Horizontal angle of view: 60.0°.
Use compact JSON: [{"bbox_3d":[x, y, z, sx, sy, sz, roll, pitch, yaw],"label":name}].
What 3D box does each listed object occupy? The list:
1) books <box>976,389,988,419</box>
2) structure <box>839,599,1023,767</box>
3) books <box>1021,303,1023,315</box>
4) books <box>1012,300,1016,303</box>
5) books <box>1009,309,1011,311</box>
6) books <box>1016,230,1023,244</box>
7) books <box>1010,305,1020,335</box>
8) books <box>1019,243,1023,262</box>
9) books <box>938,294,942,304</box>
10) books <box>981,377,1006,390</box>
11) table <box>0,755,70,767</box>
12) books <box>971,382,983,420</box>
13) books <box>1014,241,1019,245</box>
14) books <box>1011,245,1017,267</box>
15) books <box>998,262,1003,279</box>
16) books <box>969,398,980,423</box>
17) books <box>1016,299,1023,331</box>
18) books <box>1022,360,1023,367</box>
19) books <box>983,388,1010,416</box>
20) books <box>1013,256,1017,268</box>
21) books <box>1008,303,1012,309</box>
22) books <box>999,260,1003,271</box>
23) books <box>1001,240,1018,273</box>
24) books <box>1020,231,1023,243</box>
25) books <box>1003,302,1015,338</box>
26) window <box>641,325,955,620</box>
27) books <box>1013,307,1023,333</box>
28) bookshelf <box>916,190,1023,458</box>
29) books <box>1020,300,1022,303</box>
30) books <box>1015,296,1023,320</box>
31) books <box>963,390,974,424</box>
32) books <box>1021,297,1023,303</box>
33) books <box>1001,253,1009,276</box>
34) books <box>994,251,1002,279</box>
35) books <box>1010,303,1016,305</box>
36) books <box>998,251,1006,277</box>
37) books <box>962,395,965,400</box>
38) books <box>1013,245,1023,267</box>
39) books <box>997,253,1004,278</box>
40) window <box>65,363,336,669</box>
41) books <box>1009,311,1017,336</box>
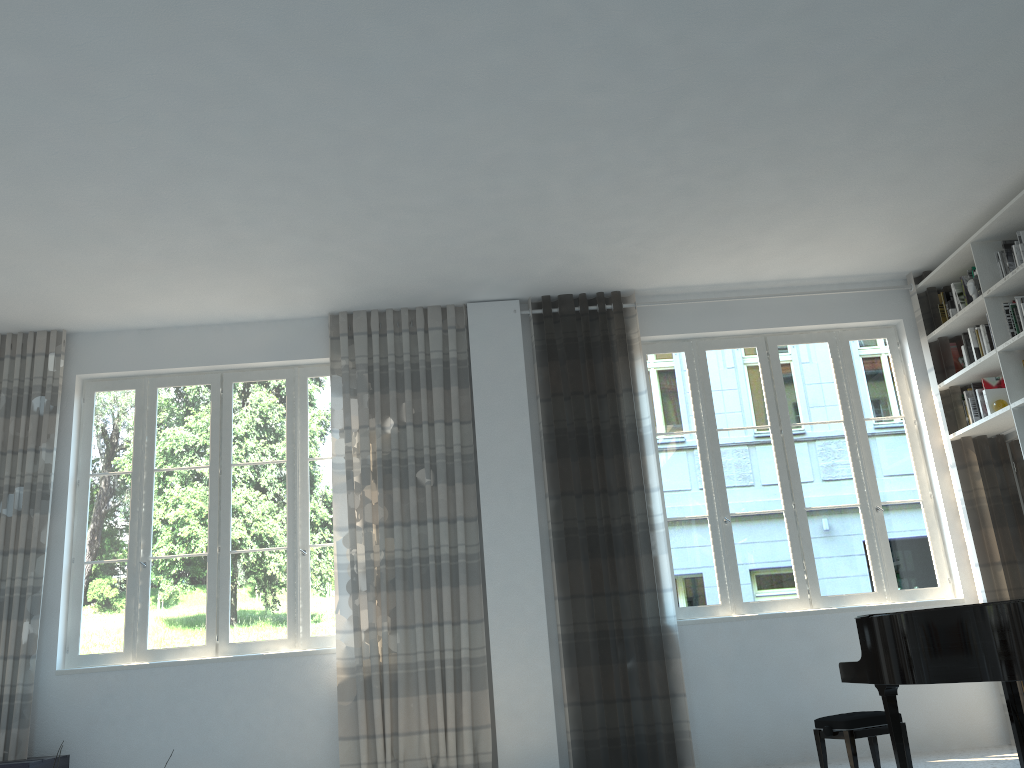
[{"bbox_3d":[3.215,0.143,5.913,0.188,0.236,0.022,-4,-17,-2],"label":"books"},{"bbox_3d":[2.296,1.227,3.415,1.334,0.830,1.925,-4,-17,-2],"label":"structure"},{"bbox_3d":[3.207,-0.396,5.382,0.185,0.213,0.012,-4,-17,-2],"label":"books"},{"bbox_3d":[3.221,-0.392,5.525,0.144,0.288,0.006,-4,-17,-2],"label":"books"},{"bbox_3d":[3.208,-0.364,5.509,0.184,0.228,0.009,-4,-17,-2],"label":"books"},{"bbox_3d":[3.201,-0.807,5.443,0.145,0.300,0.007,-4,-17,-2],"label":"books"},{"bbox_3d":[3.199,-0.381,5.483,0.189,0.245,0.004,-4,-17,-2],"label":"books"},{"bbox_3d":[3.200,-0.767,5.405,0.170,0.201,0.014,-4,-17,-2],"label":"books"},{"bbox_3d":[3.174,-0.509,6.391,0.180,0.306,0.012,-4,-17,-2],"label":"books"},{"bbox_3d":[3.234,0.098,5.879,0.179,0.297,0.013,-4,-17,-2],"label":"books"},{"bbox_3d":[-3.196,2.464,5.230,0.926,0.414,0.525,-4,-17,-2],"label":"table"},{"bbox_3d":[3.216,0.129,5.971,0.187,0.296,0.013,-4,-17,-2],"label":"books"},{"bbox_3d":[3.198,-0.770,5.478,0.129,0.252,0.013,-4,-17,-2],"label":"books"},{"bbox_3d":[3.190,-0.758,5.461,0.181,0.219,0.013,-4,-17,-2],"label":"books"},{"bbox_3d":[3.193,-0.690,5.652,0.142,0.203,0.017,-4,-17,-2],"label":"books"},{"bbox_3d":[3.231,0.195,6.054,0.181,0.219,0.010,-4,-17,-2],"label":"books"},{"bbox_3d":[3.204,-0.405,5.427,0.183,0.257,0.023,-4,-17,-2],"label":"books"},{"bbox_3d":[3.239,-0.028,5.422,0.180,0.262,0.012,-4,-17,-2],"label":"books"},{"bbox_3d":[3.224,0.134,5.845,0.187,0.210,0.029,-4,-17,-2],"label":"books"},{"bbox_3d":[3.195,-0.731,5.486,0.161,0.182,0.026,-4,-17,-2],"label":"books"},{"bbox_3d":[3.215,-0.380,5.554,0.148,0.286,0.007,-4,-17,-2],"label":"books"},{"bbox_3d":[3.199,-0.702,5.623,0.158,0.209,0.033,-4,-17,-2],"label":"books"},{"bbox_3d":[3.173,-0.770,5.519,0.190,0.278,0.015,-4,-17,-2],"label":"books"},{"bbox_3d":[3.213,-0.807,5.432,0.130,0.292,0.015,-4,-17,-2],"label":"books"},{"bbox_3d":[3.204,-0.379,5.569,0.184,0.291,0.005,-4,-17,-2],"label":"books"},{"bbox_3d":[1.943,0.577,6.243,1.983,2.002,0.074,-4,-17,-2],"label":"window"},{"bbox_3d":[3.206,-0.375,5.457,0.186,0.218,0.018,-4,-17,-2],"label":"books"},{"bbox_3d":[3.272,-0.147,3.089,0.330,3.131,6.319,-4,-17,-2],"label":"bookshelf"},{"bbox_3d":[3.214,-0.407,5.410,0.168,0.249,0.011,-4,-17,-2],"label":"books"},{"bbox_3d":[3.213,-0.412,5.444,0.190,0.280,0.005,-4,-17,-2],"label":"books"},{"bbox_3d":[3.228,0.179,6.106,0.170,0.280,0.023,-4,-17,-2],"label":"books"},{"bbox_3d":[3.213,-0.412,5.400,0.166,0.254,0.012,-4,-17,-2],"label":"books"},{"bbox_3d":[3.189,-0.725,5.575,0.177,0.224,0.013,-4,-17,-2],"label":"books"},{"bbox_3d":[3.198,-0.725,5.676,0.159,0.284,0.007,-4,-17,-2],"label":"books"},{"bbox_3d":[3.211,-0.383,5.501,0.184,0.259,0.009,-4,-17,-2],"label":"books"},{"bbox_3d":[3.190,-0.727,5.607,0.180,0.248,0.012,-4,-17,-2],"label":"books"},{"bbox_3d":[3.216,0.201,6.158,0.188,0.271,0.011,-4,-17,-2],"label":"books"},{"bbox_3d":[3.184,-0.760,5.443,0.173,0.213,0.021,-4,-17,-2],"label":"books"},{"bbox_3d":[3.197,-0.720,5.649,0.156,0.258,0.007,-4,-17,-2],"label":"books"},{"bbox_3d":[6.493,-2.012,23.619,18.531,18.475,32.919,-5,-17,1],"label":"window"},{"bbox_3d":[3.199,-0.359,5.500,0.186,0.213,0.004,-4,-17,-2],"label":"books"}]
